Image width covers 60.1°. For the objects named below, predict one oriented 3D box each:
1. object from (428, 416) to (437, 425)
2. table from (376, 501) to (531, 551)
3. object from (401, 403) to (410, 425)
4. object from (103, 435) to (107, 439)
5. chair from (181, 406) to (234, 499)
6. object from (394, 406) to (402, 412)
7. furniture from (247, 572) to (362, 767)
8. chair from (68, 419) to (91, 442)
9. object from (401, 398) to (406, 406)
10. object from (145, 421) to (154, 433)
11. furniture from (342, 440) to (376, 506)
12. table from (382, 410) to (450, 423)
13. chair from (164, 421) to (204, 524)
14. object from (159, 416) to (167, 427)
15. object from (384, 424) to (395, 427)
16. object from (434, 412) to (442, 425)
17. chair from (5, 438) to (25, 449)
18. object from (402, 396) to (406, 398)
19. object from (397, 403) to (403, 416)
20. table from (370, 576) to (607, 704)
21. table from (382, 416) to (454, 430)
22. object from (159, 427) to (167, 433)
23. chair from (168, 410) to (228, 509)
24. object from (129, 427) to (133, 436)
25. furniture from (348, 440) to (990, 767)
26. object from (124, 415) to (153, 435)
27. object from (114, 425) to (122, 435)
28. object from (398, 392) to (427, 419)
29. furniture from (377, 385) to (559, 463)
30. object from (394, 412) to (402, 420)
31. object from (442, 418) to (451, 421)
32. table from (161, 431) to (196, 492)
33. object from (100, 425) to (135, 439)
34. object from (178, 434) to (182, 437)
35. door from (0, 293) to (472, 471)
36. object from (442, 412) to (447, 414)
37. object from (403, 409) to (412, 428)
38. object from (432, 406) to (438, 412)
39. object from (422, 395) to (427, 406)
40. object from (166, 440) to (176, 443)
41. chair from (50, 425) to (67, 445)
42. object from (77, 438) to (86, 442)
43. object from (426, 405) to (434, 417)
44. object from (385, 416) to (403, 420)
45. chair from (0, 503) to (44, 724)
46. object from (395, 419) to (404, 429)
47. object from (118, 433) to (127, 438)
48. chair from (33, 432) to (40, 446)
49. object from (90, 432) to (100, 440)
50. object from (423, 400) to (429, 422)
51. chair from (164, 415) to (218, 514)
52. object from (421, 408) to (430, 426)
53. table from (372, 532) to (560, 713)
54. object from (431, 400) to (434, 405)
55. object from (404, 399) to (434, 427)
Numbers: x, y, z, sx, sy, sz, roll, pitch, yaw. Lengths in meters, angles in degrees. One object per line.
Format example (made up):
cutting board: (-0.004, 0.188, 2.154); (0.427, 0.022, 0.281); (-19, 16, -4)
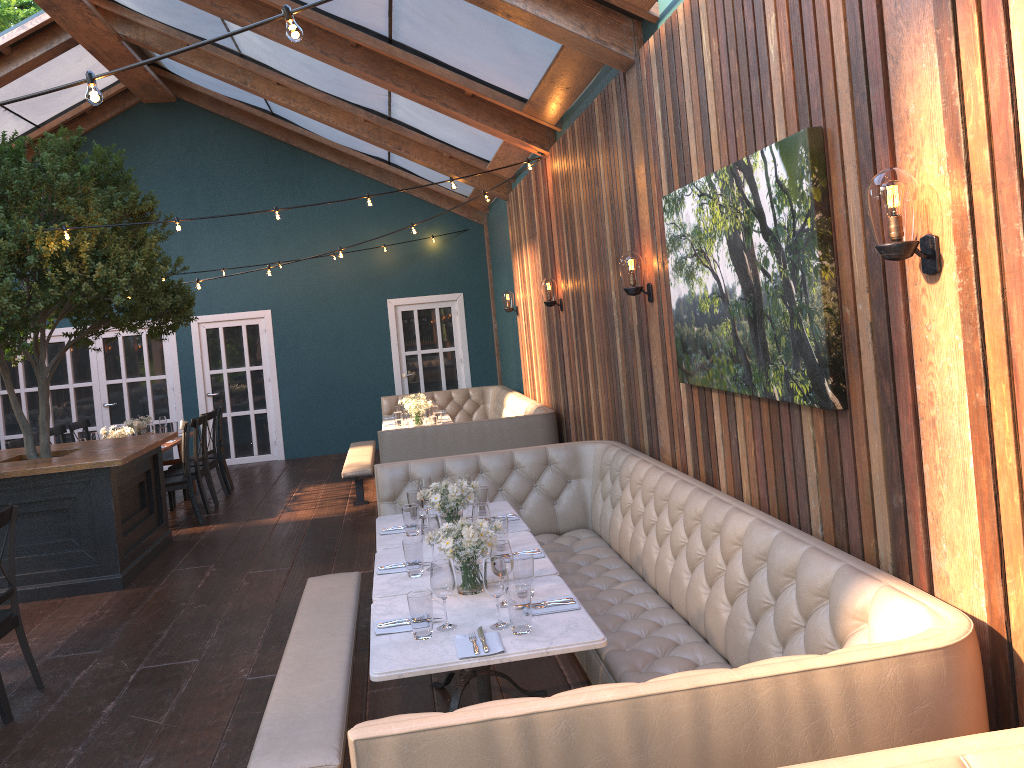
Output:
object: (-0.812, 0.416, 9.118); (0.092, 0.158, 0.092); (-6, 2, -21)
table: (-0.323, 1.106, 4.923); (0.799, 0.671, 0.799); (-6, 3, -9)
object: (-1.202, 0.340, 10.021); (0.092, 0.244, 0.092); (-4, 1, 40)
object: (-4.466, 0.645, 9.783); (0.091, 0.158, 0.092); (-5, 2, 19)
chair: (-3.680, 0.808, 10.630); (0.540, 1.019, 0.477); (-6, 1, -13)
object: (-1.375, 0.347, 10.711); (0.092, 0.158, 0.092); (-6, 2, -21)
furniture: (-0.859, 1.360, 4.023); (0.313, 0.398, 2.332); (-6, 4, -8)
chair: (-4.882, 0.932, 10.461); (0.539, 1.019, 0.478); (-5, 1, -2)
object: (-1.301, 0.291, 10.788); (0.092, 0.244, 0.092); (-5, 1, 35)
object: (-4.099, 0.549, 10.024); (0.092, 0.244, 0.092); (-5, 1, 35)
furniture: (-1.704, 0.982, 10.037); (0.313, 0.398, 2.332); (-6, 4, -8)
table: (-1.166, 0.729, 10.927); (0.799, 0.671, 0.800); (-6, 3, -8)
chair: (-3.464, 0.916, 8.946); (0.541, 1.019, 0.477); (-6, 1, -25)
object: (-4.185, 0.512, 10.620); (0.092, 0.244, 0.092); (-5, 1, 35)
object: (-1.339, 0.460, 10.096); (0.255, 0.019, 0.158); (-6, 4, -8)
object: (-0.793, 0.384, 9.507); (0.092, 0.158, 0.092); (-6, 2, -21)
chair: (-4.665, 1.038, 8.794); (0.540, 1.019, 0.477); (-5, 1, -8)
object: (-1.322, 0.275, 11.029); (0.092, 0.244, 0.092); (-5, 1, 35)
object: (-1.395, 0.319, 11.107); (0.092, 0.158, 0.092); (-6, 2, -21)
table: (-0.096, 1.207, 3.307); (0.799, 0.671, 0.800); (-6, 3, -8)
table: (-1.053, 0.779, 10.119); (0.799, 0.671, 0.800); (-6, 3, -8)
object: (-3.989, 0.575, 10.126); (0.091, 0.158, 0.092); (-5, 2, 19)
chair: (-3.602, 0.843, 10.076); (0.539, 1.019, 0.478); (-5, 1, -3)
object: (-4.506, 0.557, 10.420); (0.092, 0.244, 0.092); (-5, 1, 35)
furniture: (0.215, 1.018, 4.174); (1.710, 0.858, 4.164); (-6, 4, -8)
object: (-4.320, 0.521, 10.235); (0.329, 0.309, 0.336); (-6, 3, -10)
object: (-4.378, 0.588, 9.859); (0.092, 0.244, 0.092); (-5, 1, 35)
object: (-1.173, 0.261, 10.606); (0.337, 0.309, 0.328); (-8, 3, -43)
furniture: (-0.625, 0.643, 10.155); (1.710, 0.858, 4.164); (-6, 4, -8)
object: (-1.275, 0.396, 9.944); (0.092, 0.158, 0.092); (-6, 2, -21)
object: (-0.820, 0.412, 10.100); (0.255, 0.019, 0.158); (-6, 4, -8)
table: (-4.168, 1.070, 9.701); (0.951, 0.728, 2.435); (-6, 4, -8)
object: (-4.110, 0.579, 9.222); (0.329, 0.309, 0.337); (-5, 3, 7)
object: (-4.003, 0.615, 10.538); (0.255, 0.019, 0.158); (-6, 4, -8)
door: (-4.676, 0.133, 12.872); (8.178, 2.209, 0.174); (-6, 1, -8)
object: (-0.932, 0.362, 10.893); (0.255, 0.019, 0.158); (-6, 4, -8)
object: (-1.088, 0.389, 9.232); (0.092, 0.244, 0.092); (-4, 1, 40)
object: (-0.897, 0.338, 10.250); (0.092, 0.158, 0.092); (-6, 2, -21)
object: (-1.090, 0.258, 10.966); (0.092, 0.244, 0.092); (-5, 1, 35)
object: (-3.923, 0.652, 9.949); (0.255, 0.019, 0.158); (-6, 4, -8)
chair: (-4.883, 0.975, 9.895); (0.539, 1.019, 0.478); (-5, 1, -3)
object: (-4.233, 0.660, 8.728); (0.092, 0.244, 0.092); (-4, 1, 40)
object: (-0.874, 0.355, 9.430); (0.092, 0.244, 0.092); (-4, 1, 40)
object: (-1.439, 0.411, 10.863); (0.255, 0.019, 0.158); (-6, 4, -8)
chair: (-2.830, 1.188, 4.577); (0.540, 1.019, 0.477); (-5, 1, -8)
object: (-1.161, 0.445, 9.156); (0.092, 0.158, 0.092); (-6, 2, -21)
object: (-3.922, 0.617, 8.916); (0.092, 0.244, 0.092); (-4, 1, 40)
chair: (-4.790, 1.008, 9.343); (0.540, 1.019, 0.477); (-6, 1, -13)
object: (-4.369, 0.630, 9.284); (0.092, 0.244, 0.092); (-4, 1, 40)
object: (-0.979, 0.308, 10.173); (0.092, 0.244, 0.092); (-4, 1, 40)
chair: (-3.524, 0.878, 9.520); (0.540, 1.019, 0.477); (-5, 1, -8)
object: (-0.892, 0.374, 9.195); (0.092, 0.244, 0.092); (-4, 1, 40)
table: (-0.210, 1.156, 4.115); (0.799, 0.671, 0.800); (-6, 3, -8)
object: (-1.009, 0.288, 11.043); (0.092, 0.158, 0.092); (-6, 2, -21)
object: (-1.043, 0.311, 9.784); (0.335, 0.309, 0.330); (-4, 3, 34)
